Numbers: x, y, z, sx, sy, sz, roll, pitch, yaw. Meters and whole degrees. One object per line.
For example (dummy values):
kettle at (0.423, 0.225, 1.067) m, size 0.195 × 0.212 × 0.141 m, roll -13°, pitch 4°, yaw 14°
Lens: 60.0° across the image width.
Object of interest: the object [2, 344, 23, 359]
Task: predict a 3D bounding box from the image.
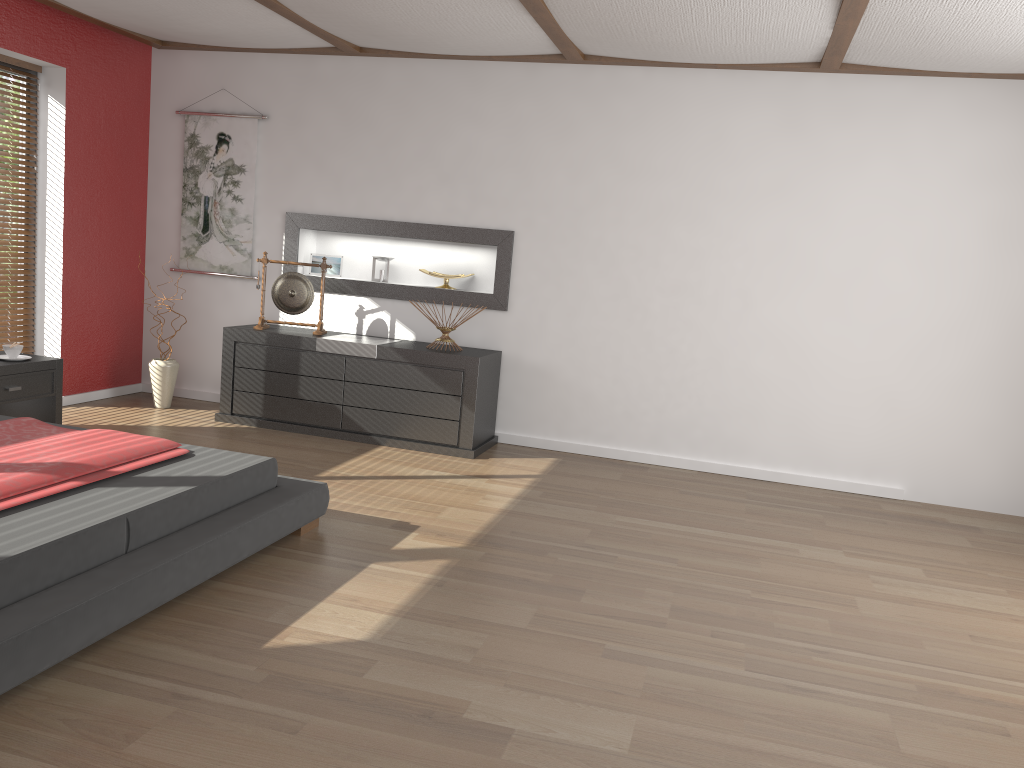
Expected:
object at (-2.682, -0.172, 4.765) m, size 0.099 × 0.069 × 0.099 m, roll 12°, pitch 10°, yaw 39°

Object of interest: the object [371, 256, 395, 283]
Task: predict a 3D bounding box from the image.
object at (-0.882, -0.780, 6.044) m, size 0.159 × 0.171 × 0.159 m, roll 1°, pitch 9°, yaw -27°

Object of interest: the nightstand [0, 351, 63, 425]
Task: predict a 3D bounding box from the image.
nightstand at (-2.793, 0.084, 4.679) m, size 0.413 × 0.423 × 0.700 m, roll 7°, pitch 8°, yaw 14°

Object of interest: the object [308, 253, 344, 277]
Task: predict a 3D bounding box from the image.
object at (-1.281, -0.818, 6.109) m, size 0.226 × 0.146 × 0.041 m, roll 4°, pitch 8°, yaw -6°

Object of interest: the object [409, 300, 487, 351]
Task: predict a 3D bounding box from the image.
object at (-0.407, -0.357, 5.486) m, size 0.481 × 0.282 × 0.481 m, roll 2°, pitch 8°, yaw -20°

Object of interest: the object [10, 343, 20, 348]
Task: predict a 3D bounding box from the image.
object at (-2.664, -0.207, 4.752) m, size 0.007 × 0.007 × 0.192 m, roll 3°, pitch 8°, yaw -16°

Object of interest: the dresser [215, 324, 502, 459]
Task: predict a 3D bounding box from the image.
dresser at (-0.973, 0.012, 5.690) m, size 1.740 × 0.608 × 0.540 m, roll 7°, pitch 8°, yaw 14°

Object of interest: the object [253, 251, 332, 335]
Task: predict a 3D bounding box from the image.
object at (-1.411, -0.588, 5.710) m, size 0.490 × 0.498 × 0.173 m, roll 5°, pitch 8°, yaw -1°

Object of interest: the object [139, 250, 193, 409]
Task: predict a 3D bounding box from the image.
object at (-2.325, -0.349, 5.843) m, size 0.364 × 1.035 × 0.422 m, roll 4°, pitch 8°, yaw -11°

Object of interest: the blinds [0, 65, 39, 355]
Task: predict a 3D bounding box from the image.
blinds at (-3.607, -0.657, 3.245) m, size 0.032 × 1.952 × 4.840 m, roll 7°, pitch 8°, yaw 14°

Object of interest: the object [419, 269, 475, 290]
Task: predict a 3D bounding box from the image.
object at (-0.438, -0.694, 5.920) m, size 0.350 × 0.116 × 0.181 m, roll 6°, pitch 8°, yaw 4°

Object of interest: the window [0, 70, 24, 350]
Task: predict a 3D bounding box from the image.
window at (-3.176, -0.920, 5.132) m, size 0.020 × 1.893 × 0.889 m, roll 7°, pitch 8°, yaw 14°

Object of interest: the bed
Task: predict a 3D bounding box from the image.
bed at (-2.234, 0.313, 2.862) m, size 2.413 × 0.577 × 2.469 m, roll 7°, pitch 8°, yaw 14°

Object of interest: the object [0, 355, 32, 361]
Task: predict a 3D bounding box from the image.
object at (-2.685, -0.140, 4.770) m, size 0.179 × 0.012 × 0.179 m, roll 12°, pitch 10°, yaw 39°

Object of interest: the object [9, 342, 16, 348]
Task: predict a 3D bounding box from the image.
object at (-2.683, -0.211, 4.765) m, size 0.007 × 0.007 × 0.192 m, roll 2°, pitch 9°, yaw -21°

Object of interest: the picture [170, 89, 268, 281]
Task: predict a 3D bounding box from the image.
picture at (-2.021, -1.381, 6.107) m, size 0.701 × 1.270 × 0.028 m, roll 7°, pitch 8°, yaw 14°
